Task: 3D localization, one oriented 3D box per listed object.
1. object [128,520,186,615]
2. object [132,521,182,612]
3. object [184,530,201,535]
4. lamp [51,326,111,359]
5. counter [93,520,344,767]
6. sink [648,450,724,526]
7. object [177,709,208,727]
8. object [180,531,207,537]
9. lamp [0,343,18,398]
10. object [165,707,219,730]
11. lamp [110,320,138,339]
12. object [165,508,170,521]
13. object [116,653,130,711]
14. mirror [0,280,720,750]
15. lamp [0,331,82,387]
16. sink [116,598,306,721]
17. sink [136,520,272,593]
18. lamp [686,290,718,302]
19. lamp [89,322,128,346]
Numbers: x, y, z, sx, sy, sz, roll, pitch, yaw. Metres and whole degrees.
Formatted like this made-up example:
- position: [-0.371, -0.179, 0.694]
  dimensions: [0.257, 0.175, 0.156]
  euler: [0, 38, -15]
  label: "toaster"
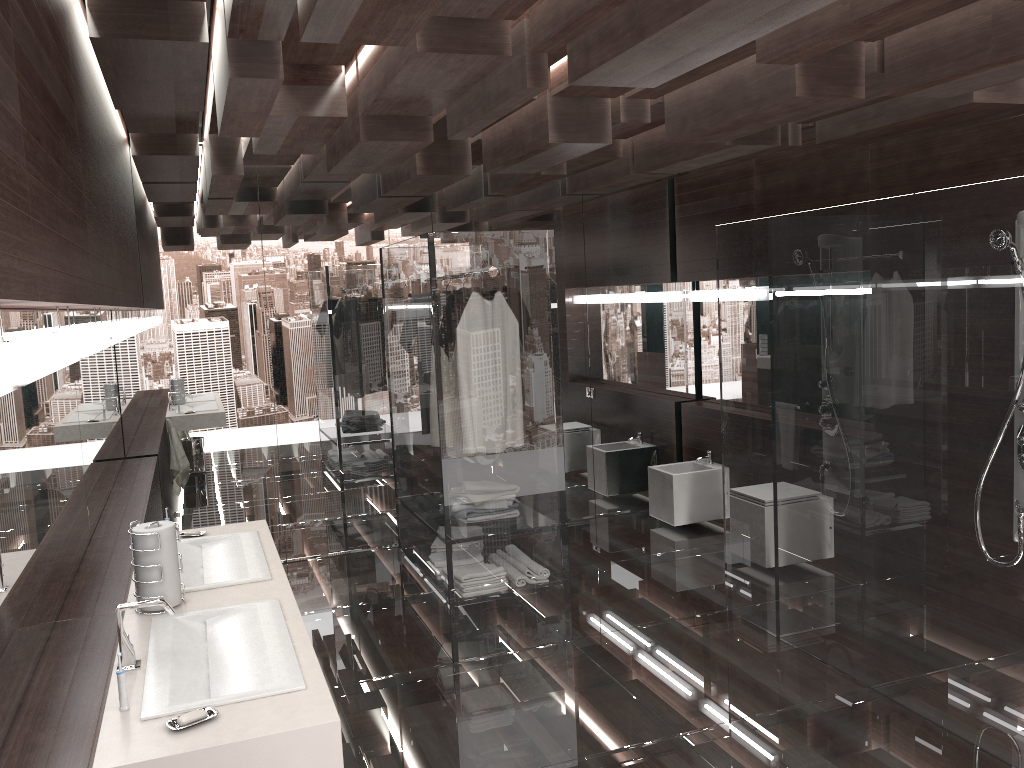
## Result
- position: [-1.081, 0.547, 2.687]
  dimensions: [0.136, 0.261, 0.145]
  euler: [0, 6, 24]
  label: "object"
- position: [-1.074, 0.549, 2.683]
  dimensions: [0.124, 0.246, 0.128]
  euler: [-7, 7, -38]
  label: "object"
- position: [-1.269, 0.592, 3.519]
  dimensions: [0.066, 0.016, 0.035]
  euler: [-3, 6, 0]
  label: "object"
- position: [-1.454, -0.149, 3.026]
  dimensions: [0.082, 0.082, 0.950]
  euler: [-5, 6, -20]
  label: "lamp"
- position: [-0.929, 0.731, 2.746]
  dimensions: [0.488, 0.131, 1.954]
  euler: [-5, 6, -20]
  label: "counter"
- position: [1.261, 0.718, 6.303]
  dimensions: [0.469, 0.456, 0.357]
  euler: [-5, 6, -20]
  label: "sink"
- position: [-0.694, 0.723, 1.926]
  dimensions: [0.066, 0.016, 0.035]
  euler: [-8, 8, -43]
  label: "object"
- position: [-1.269, 0.598, 3.520]
  dimensions: [0.108, 0.011, 0.065]
  euler: [-3, 6, 1]
  label: "object"
- position: [-0.752, 0.009, 1.108]
  dimensions: [0.082, 0.082, 0.950]
  euler: [-5, 6, -20]
  label: "lamp"
- position: [-0.694, 0.730, 1.927]
  dimensions: [0.108, 0.011, 0.065]
  euler: [-8, 8, -41]
  label: "object"
- position: [-2.155, -0.307, 4.943]
  dimensions: [0.082, 0.082, 0.950]
  euler: [-5, 6, -20]
  label: "lamp"
- position: [-1.342, 0.547, 3.458]
  dimensions: [0.022, 0.132, 0.022]
  euler: [-1, 6, 17]
  label: "object"
- position: [-0.881, 0.671, 2.002]
  dimensions: [0.022, 0.132, 0.022]
  euler: [-7, 7, -38]
  label: "object"
- position: [0.390, 0.037, 3.719]
  dimensions: [4.126, 0.916, 5.081]
  euler: [-5, 6, -20]
  label: "mirror"
- position: [-1.102, -0.070, 2.064]
  dimensions: [0.082, 0.082, 0.950]
  euler: [-5, 6, -20]
  label: "lamp"
- position: [-0.800, 0.636, 2.305]
  dimensions: [0.427, 0.193, 0.681]
  euler: [-5, 6, -20]
  label: "sink"
- position: [-1.108, 0.567, 3.147]
  dimensions: [0.427, 0.193, 0.681]
  euler: [-5, 6, -20]
  label: "sink"
- position: [1.513, -0.626, 6.258]
  dimensions: [0.082, 0.082, 0.950]
  euler: [-5, 6, -20]
  label: "lamp"
- position: [-1.809, -0.229, 3.998]
  dimensions: [0.082, 0.082, 0.950]
  euler: [-5, 6, -20]
  label: "lamp"
